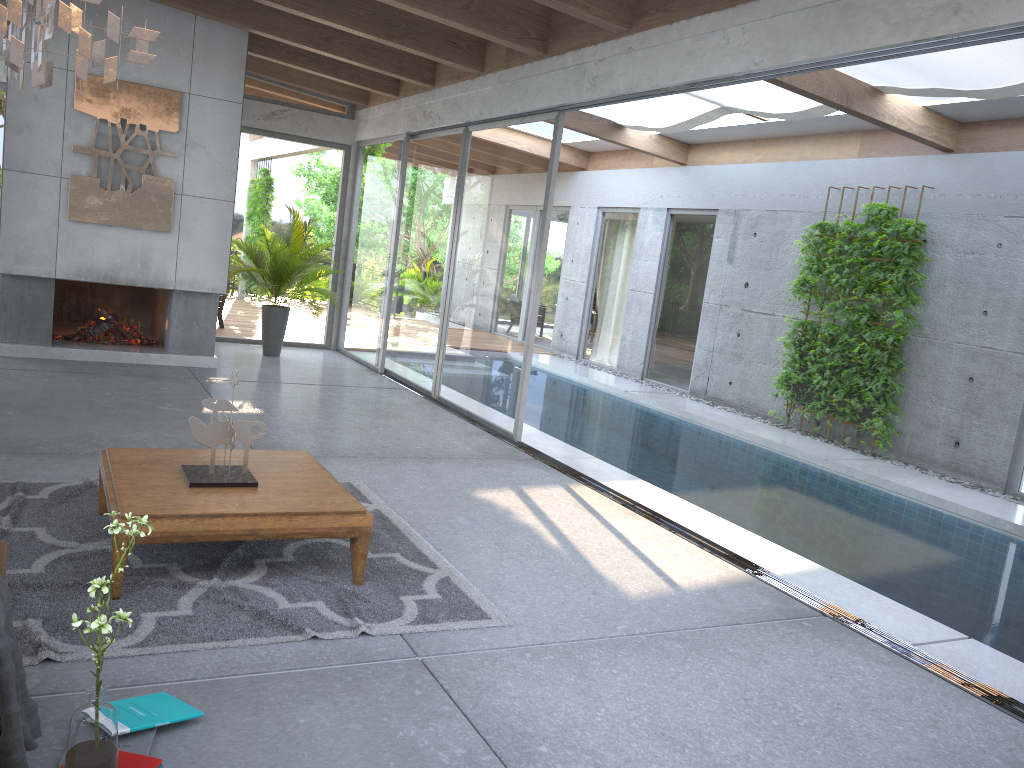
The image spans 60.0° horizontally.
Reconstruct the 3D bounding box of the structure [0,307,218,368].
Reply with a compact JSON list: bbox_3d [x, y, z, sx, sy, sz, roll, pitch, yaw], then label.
[{"bbox_3d":[-4.409,-0.700,9.651,2.012,0.595,2.203,3,9,-28],"label":"structure"}]

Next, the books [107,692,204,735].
[{"bbox_3d":[-1.117,0.990,2.673,0.219,0.074,0.288,14,10,37],"label":"books"}]

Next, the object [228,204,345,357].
[{"bbox_3d":[-2.756,-1.237,10.507,1.484,1.819,1.798,4,9,-21],"label":"object"}]

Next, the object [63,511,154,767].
[{"bbox_3d":[-0.995,0.660,2.137,0.171,0.750,0.238,7,8,-7],"label":"object"}]

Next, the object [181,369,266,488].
[{"bbox_3d":[-1.319,0.176,4.108,0.346,0.518,0.379,3,9,-28],"label":"object"}]

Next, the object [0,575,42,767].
[{"bbox_3d":[-1.615,0.817,2.299,0.857,0.704,0.472,3,9,-31],"label":"object"}]

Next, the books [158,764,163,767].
[{"bbox_3d":[-1.068,1.033,2.266,0.219,0.012,0.286,9,8,7],"label":"books"}]

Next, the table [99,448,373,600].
[{"bbox_3d":[-1.342,0.608,4.161,1.048,0.352,1.112,3,9,-28],"label":"table"}]

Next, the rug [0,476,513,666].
[{"bbox_3d":[-1.882,0.712,3.967,3.186,0.056,2.187,3,9,-28],"label":"rug"}]

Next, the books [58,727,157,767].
[{"bbox_3d":[-1.147,1.020,2.550,0.219,0.012,0.286,6,8,-13],"label":"books"}]

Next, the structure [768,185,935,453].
[{"bbox_3d":[3.414,-0.147,5.091,2.739,2.687,10.282,6,8,-11],"label":"structure"}]

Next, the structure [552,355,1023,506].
[{"bbox_3d":[3.865,0.787,8.983,0.477,0.068,13.673,3,9,-28],"label":"structure"}]

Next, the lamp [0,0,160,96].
[{"bbox_3d":[-1.842,-1.801,3.276,0.862,1.400,0.636,10,9,18],"label":"lamp"}]

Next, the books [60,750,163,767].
[{"bbox_3d":[-1.070,1.020,2.267,0.219,0.012,0.286,9,8,7],"label":"books"}]

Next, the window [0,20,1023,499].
[{"bbox_3d":[-1.082,-1.006,3.626,14.294,3.764,23.280,3,9,-28],"label":"window"}]

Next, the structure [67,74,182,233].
[{"bbox_3d":[-3.677,-2.175,8.431,0.919,1.351,0.041,3,9,-28],"label":"structure"}]

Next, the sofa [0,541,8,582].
[{"bbox_3d":[-2.914,0.404,3.196,1.965,0.777,3.733,3,9,-28],"label":"sofa"}]
